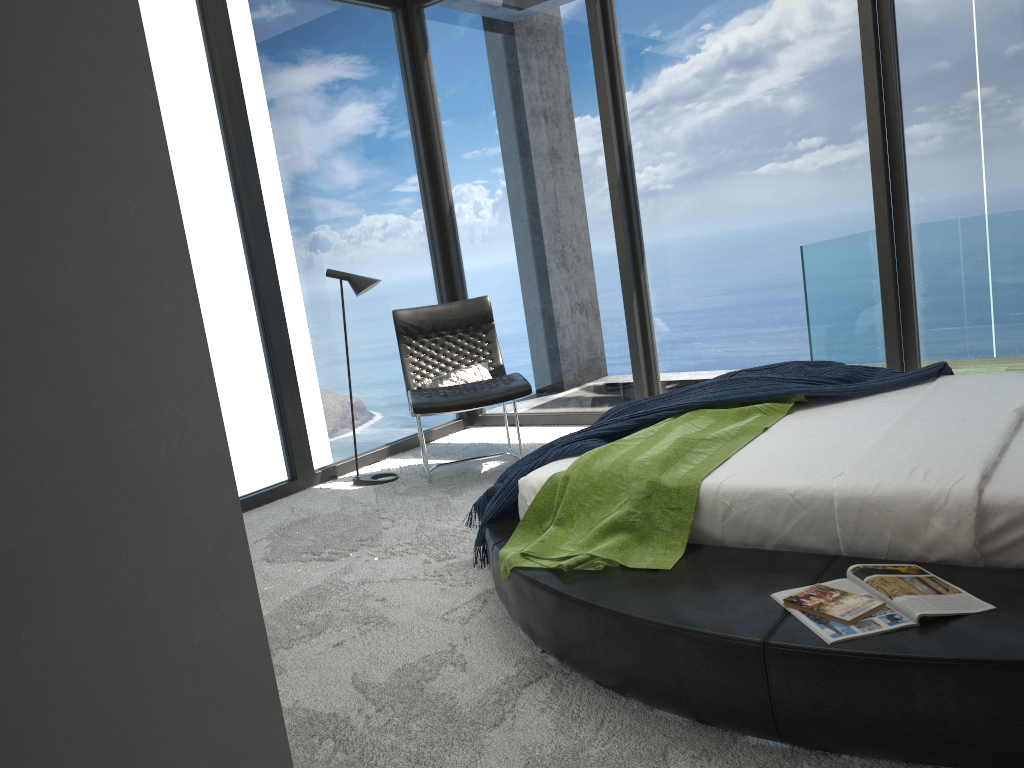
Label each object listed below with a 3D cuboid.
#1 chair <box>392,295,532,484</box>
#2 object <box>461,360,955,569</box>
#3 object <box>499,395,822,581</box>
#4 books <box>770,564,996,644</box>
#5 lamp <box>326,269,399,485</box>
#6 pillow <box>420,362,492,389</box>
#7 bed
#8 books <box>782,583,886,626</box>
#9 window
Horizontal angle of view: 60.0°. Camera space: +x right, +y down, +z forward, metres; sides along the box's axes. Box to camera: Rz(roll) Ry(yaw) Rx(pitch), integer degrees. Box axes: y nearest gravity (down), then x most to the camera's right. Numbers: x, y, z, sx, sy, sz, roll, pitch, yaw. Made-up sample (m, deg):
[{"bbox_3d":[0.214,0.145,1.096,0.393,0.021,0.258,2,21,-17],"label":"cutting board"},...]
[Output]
[{"bbox_3d":[-0.298,0.028,5.227,0.638,0.999,1.277,-10,8,-8],"label":"chair"},{"bbox_3d":[0.815,0.252,3.628,2.152,0.570,0.683,-10,8,-11],"label":"object"},{"bbox_3d":[0.792,0.224,3.434,0.646,0.343,2.293,-2,10,36],"label":"object"},{"bbox_3d":[0.853,0.494,2.076,0.395,0.040,0.300,-9,8,-7],"label":"books"},{"bbox_3d":[-0.873,-0.053,5.279,0.384,1.305,0.201,-8,9,0],"label":"lamp"},{"bbox_3d":[-0.316,0.008,5.355,0.441,0.199,0.312,-10,8,-12],"label":"pillow"},{"bbox_3d":[1.158,0.135,3.134,2.618,0.937,2.745,-2,10,37],"label":"bed"},{"bbox_3d":[0.753,0.514,2.081,0.133,0.012,0.189,-13,9,-31],"label":"books"},{"bbox_3d":[2.409,-1.115,2.478,9.727,3.194,3.582,-2,10,37],"label":"window"}]
